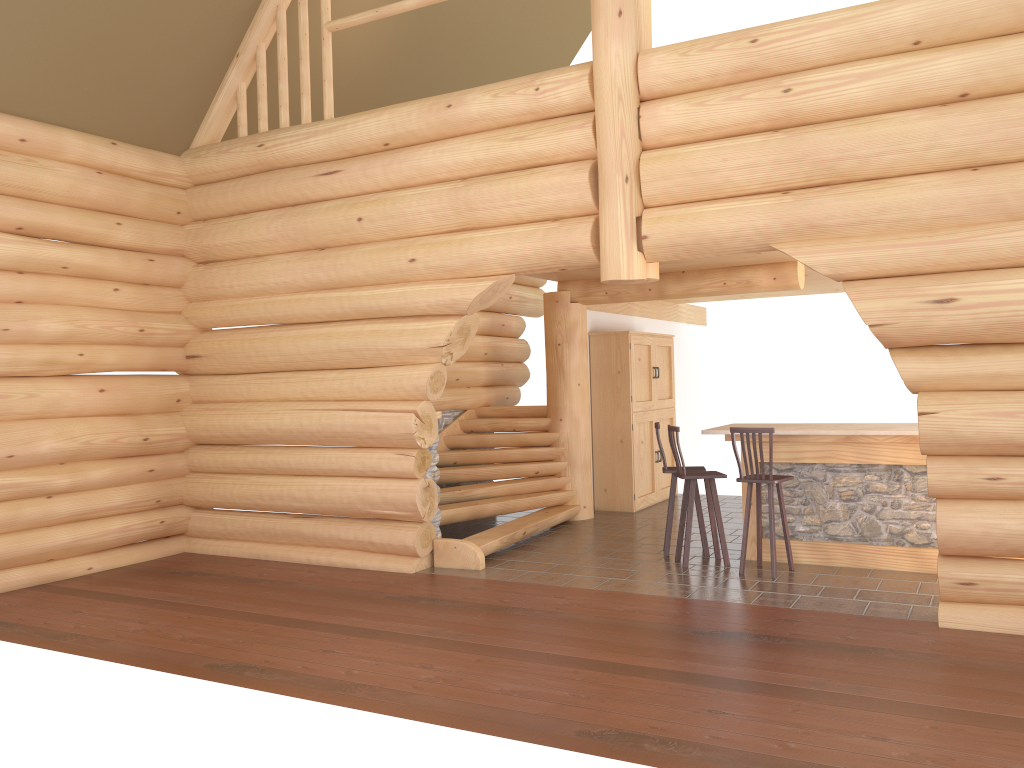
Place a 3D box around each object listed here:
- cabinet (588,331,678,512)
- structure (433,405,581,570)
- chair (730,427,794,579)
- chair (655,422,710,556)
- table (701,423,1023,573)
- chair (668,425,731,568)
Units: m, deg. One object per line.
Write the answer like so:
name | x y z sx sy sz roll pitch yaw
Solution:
cabinet | 1.786 0.489 12.667 0.670 2.403 1.847 -2 0 29
structure | -0.518 0.951 10.450 1.951 1.643 3.604 -2 0 23
chair | 2.263 1.037 7.977 0.406 1.319 0.504 -1 0 39
chair | 1.715 1.049 8.969 0.504 1.319 0.406 -2 0 9
table | 3.546 1.029 8.350 3.220 1.257 1.196 -2 0 29
chair | 1.767 1.050 8.450 0.504 1.319 0.406 -2 0 -3
